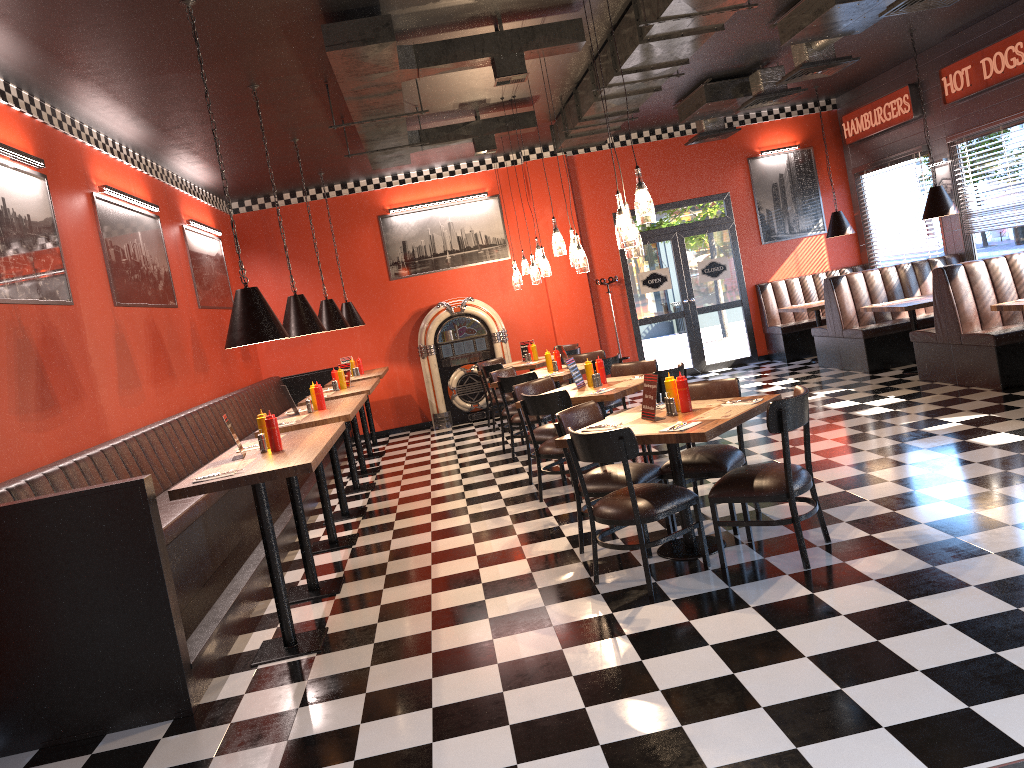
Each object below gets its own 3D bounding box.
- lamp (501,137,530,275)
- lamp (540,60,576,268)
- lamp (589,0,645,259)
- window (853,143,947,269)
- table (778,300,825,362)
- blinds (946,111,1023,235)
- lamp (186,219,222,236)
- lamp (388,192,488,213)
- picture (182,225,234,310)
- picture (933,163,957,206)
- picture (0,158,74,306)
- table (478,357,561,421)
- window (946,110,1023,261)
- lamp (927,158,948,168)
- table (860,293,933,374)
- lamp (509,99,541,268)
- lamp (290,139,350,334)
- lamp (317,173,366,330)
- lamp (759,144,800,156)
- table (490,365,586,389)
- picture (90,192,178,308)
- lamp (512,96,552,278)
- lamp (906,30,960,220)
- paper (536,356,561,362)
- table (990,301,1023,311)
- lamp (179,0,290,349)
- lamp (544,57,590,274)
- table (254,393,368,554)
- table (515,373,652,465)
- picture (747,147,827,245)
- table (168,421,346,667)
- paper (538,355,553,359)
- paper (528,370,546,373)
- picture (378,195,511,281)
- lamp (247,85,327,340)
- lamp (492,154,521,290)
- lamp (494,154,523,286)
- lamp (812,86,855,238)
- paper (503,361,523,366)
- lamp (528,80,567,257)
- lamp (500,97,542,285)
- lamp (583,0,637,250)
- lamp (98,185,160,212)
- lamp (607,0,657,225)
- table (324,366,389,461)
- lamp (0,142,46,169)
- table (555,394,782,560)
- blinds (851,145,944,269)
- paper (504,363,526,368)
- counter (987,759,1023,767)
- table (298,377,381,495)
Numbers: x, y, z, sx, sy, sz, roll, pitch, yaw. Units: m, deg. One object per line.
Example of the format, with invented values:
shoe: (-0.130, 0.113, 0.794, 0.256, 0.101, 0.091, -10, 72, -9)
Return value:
lamp: (0.009, -2.367, 11.315, 0.108, 1.961, 0.109, -9, 3, 27)
lamp: (0.361, -1.928, 7.239, 0.108, 1.961, 0.109, -8, 4, 37)
lamp: (0.529, -1.687, 5.035, 0.108, 1.961, 0.109, -8, 4, 42)
window: (5.358, -2.286, 12.174, 0.127, 1.710, 2.031, -11, 4, -4)
table: (4.710, -0.811, 12.163, 1.693, 0.772, 0.959, -11, 4, -5)
blinds: (5.462, -2.314, 9.764, 0.100, 1.202, 1.873, -11, 5, -4)
lamp: (-3.704, -1.878, 10.673, 0.081, 0.056, 1.448, -11, 5, -4)
lamp: (-1.057, -2.608, 12.732, 1.445, 0.056, 0.081, -11, 5, -5)
picture: (-3.639, -1.368, 10.698, 0.023, 0.937, 1.774, -11, 5, -4)
picture: (5.355, -2.446, 10.968, 0.012, 0.535, 0.352, -11, 4, -4)
picture: (-3.152, -0.954, 5.440, 0.023, 0.937, 1.774, -11, 5, -4)
table: (0.294, 0.090, 11.412, 0.957, 0.772, 0.962, -7, 6, 40)
window: (5.579, -2.099, 9.797, 0.127, 1.710, 2.031, -11, 4, -4)
lamp: (5.266, -2.735, 10.949, 0.081, 0.056, 0.335, -11, 5, -4)
table: (4.931, -0.623, 9.775, 1.693, 0.772, 0.959, -11, 4, -5)
lamp: (0.134, -2.201, 9.343, 0.108, 1.961, 0.109, -8, 4, 42)
lamp: (-2.093, -1.569, 9.364, 0.381, 2.039, 0.384, -8, 4, 37)
lamp: (-2.300, -1.744, 11.595, 0.381, 2.039, 0.384, -8, 4, 37)
lamp: (3.975, -3.478, 13.170, 0.611, 0.056, 0.081, -11, 5, -5)
table: (0.507, 0.243, 9.397, 0.957, 0.772, 0.962, -7, 6, 40)
picture: (-3.396, -1.161, 8.069, 0.023, 0.937, 1.774, -11, 5, -4)
lamp: (0.187, -2.085, 9.222, 0.109, 1.961, 0.108, -12, 3, -23)
lamp: (4.519, -2.839, 9.674, 0.383, 2.039, 0.381, -12, 3, -23)
paper: (0.467, -0.315, 11.180, 0.260, 0.001, 0.367, -6, 7, 39)
table: (5.150, -0.437, 7.413, 1.693, 0.772, 0.959, -11, 4, -5)
lamp: (-1.712, -1.245, 5.255, 0.381, 2.039, 0.384, -8, 4, 37)
lamp: (0.397, -1.863, 7.122, 0.108, 1.961, 0.109, -10, 3, 7)
table: (-1.506, 0.708, 7.289, 0.696, 0.997, 1.696, -11, 5, -4)
table: (0.762, 0.400, 7.271, 0.957, 0.772, 0.962, -7, 6, 40)
picture: (4.115, -2.813, 13.236, 1.024, 1.298, 0.016, -11, 3, -5)
table: (-1.311, 0.874, 5.179, 0.696, 0.997, 1.696, -11, 5, -4)
paper: (0.442, -0.355, 11.645, 0.364, 0.001, 0.262, -6, 7, 40)
paper: (0.192, -0.112, 9.600, 0.260, 0.001, 0.367, -6, 7, 39)
picture: (-0.966, -2.112, 12.785, 1.771, 0.938, 0.023, -11, 3, -5)
lamp: (-1.891, -1.397, 7.183, 0.381, 2.039, 0.384, -8, 4, 37)
lamp: (-0.108, -2.180, 11.413, 0.109, 1.961, 0.108, -12, 3, -23)
lamp: (-0.094, -2.231, 11.289, 0.108, 1.961, 0.109, -8, 4, 37)
lamp: (4.300, -3.025, 12.045, 0.381, 2.039, 0.384, -8, 4, 44)
paper: (-0.024, -0.262, 11.587, 0.260, 0.001, 0.367, -6, 7, 42)
lamp: (0.216, -2.011, 7.202, 0.109, 1.961, 0.108, -12, 3, -33)
lamp: (0.079, -2.003, 9.201, 0.108, 1.961, 0.109, -10, 3, 7)
lamp: (0.470, -1.725, 4.919, 0.109, 1.961, 0.108, -12, 3, -18)
lamp: (-3.460, -1.671, 8.040, 0.081, 0.056, 1.448, -11, 5, -4)
lamp: (0.570, -1.853, 4.867, 0.108, 1.961, 0.108, -11, 3, -13)
table: (-1.898, 0.376, 11.519, 0.696, 0.997, 1.696, -11, 5, -4)
lamp: (-3.218, -1.466, 5.433, 0.081, 0.056, 1.448, -11, 5, -4)
table: (0.975, 0.566, 5.121, 0.954, 0.772, 0.965, -7, 6, 40)
blinds: (5.280, -2.291, 12.157, 0.099, 1.631, 1.873, -11, 4, -4)
paper: (0.031, -0.228, 11.126, 0.364, 0.001, 0.262, -6, 7, 40)
counter: (1.064, 0.377, 0.689, 7.044, 0.050, 0.677, -11, 5, -5)
table: (-1.701, 0.543, 9.389, 0.696, 0.997, 1.696, -11, 5, -4)
